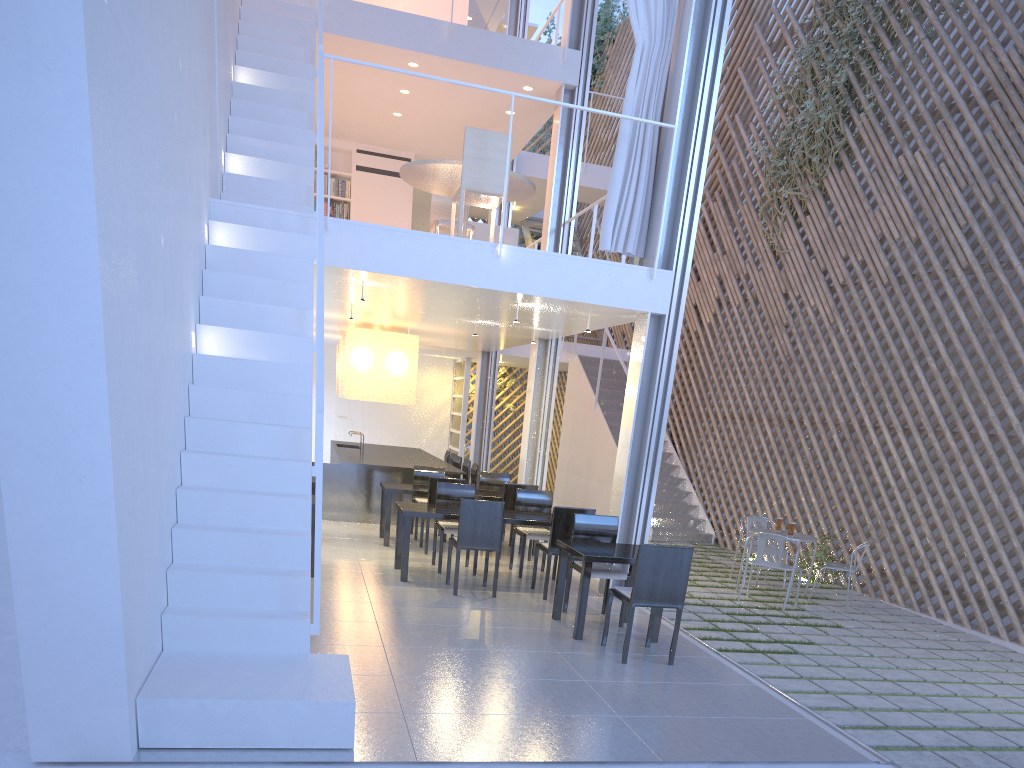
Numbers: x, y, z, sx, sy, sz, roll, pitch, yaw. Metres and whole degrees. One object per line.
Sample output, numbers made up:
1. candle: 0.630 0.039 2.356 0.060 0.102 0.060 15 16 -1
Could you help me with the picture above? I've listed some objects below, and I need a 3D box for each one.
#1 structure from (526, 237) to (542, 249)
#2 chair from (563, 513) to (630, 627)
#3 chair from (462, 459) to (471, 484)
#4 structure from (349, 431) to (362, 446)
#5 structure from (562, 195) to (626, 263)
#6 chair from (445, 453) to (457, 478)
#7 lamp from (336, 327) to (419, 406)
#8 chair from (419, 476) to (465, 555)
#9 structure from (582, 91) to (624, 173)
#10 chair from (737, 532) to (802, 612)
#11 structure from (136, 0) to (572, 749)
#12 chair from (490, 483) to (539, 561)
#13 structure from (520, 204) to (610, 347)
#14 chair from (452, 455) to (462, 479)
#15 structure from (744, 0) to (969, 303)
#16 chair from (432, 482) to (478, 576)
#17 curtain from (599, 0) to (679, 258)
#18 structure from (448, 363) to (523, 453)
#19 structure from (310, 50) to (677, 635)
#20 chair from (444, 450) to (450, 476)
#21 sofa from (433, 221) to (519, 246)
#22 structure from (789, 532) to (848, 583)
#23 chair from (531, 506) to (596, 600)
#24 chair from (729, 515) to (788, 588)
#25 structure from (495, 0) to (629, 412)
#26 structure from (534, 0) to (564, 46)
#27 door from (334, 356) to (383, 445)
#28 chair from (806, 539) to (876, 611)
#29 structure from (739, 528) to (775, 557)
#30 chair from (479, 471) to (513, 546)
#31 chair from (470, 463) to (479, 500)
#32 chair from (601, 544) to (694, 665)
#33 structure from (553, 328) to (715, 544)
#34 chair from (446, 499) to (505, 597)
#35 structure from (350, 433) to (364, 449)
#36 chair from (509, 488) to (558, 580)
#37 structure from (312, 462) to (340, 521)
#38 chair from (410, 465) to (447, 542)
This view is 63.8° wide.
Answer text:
1. structure: 0.072 -0.678 5.951 0.028 0.589 1.593 1 2 -14
2. chair: 0.355 0.763 3.363 0.193 0.472 0.216 2 15 -13
3. chair: -0.459 0.771 6.126 0.241 0.472 0.172 2 16 -15
4. structure: -1.339 0.466 7.024 0.113 0.133 0.031 3 17 -13
5. structure: 0.487 -0.691 4.270 0.028 0.589 1.591 1 2 -14
6. chair: -0.604 0.776 6.744 0.241 0.472 0.172 2 16 -16
7. lamp: -1.069 -0.097 6.217 0.450 0.450 2.160 4 0 -14
8. chair: -0.391 0.725 4.558 0.193 0.472 0.216 2 15 -13
9. structure: 0.604 -2.006 6.570 1.147 0.613 0.024 5 17 -14
10. chair: 1.280 0.911 4.050 0.252 0.409 0.236 13 15 30
11. structure: -0.234 -0.800 3.136 1.737 3.558 3.381 2 9 -14
12. chair: 0.006 0.770 4.659 0.193 0.472 0.216 2 15 -13
13. structure: 0.509 -1.295 7.847 0.537 2.028 1.151 -1 14 -19
14. chair: -0.545 0.772 6.432 0.241 0.472 0.172 1 16 -18
15. structure: 2.083 -1.926 4.662 0.741 2.928 2.173 -2 13 -22
16. chair: -0.275 0.721 4.089 0.193 0.472 0.216 2 15 -13
17. curtain: 0.436 -1.799 3.043 0.516 2.604 0.087 1 18 -15
18. structure: -0.184 0.096 8.921 1.149 2.150 0.262 2 18 -13
19. structure: 0.052 -0.170 2.706 1.372 1.926 1.323 3 12 -14
20. chair: -0.676 0.779 7.053 0.241 0.472 0.172 3 15 -11
21. sofa: -0.326 -0.705 5.061 0.503 0.393 0.921 4 2 -14
22. structure: 1.851 1.045 4.951 0.295 0.348 0.293 0 11 -28
23. chair: 0.228 0.763 3.762 0.193 0.472 0.216 2 15 -13
24. chair: 1.401 0.944 4.651 0.264 0.409 0.225 3 13 -14
25. structure: 0.298 -1.562 9.274 1.119 4.865 3.026 0 13 -16
26. structure: 0.203 -2.089 5.498 0.028 0.589 1.593 1 2 -14
27. door: -1.557 0.242 6.040 0.481 1.248 5.195 5 -1 -1
28. chair: 1.699 0.962 4.236 0.241 0.409 0.248 12 14 26
29. structure: 1.684 1.082 5.547 0.267 0.280 0.243 5 9 -6
30. chair: -0.099 0.774 5.085 0.193 0.472 0.216 2 15 -13
31. chair: -0.387 0.768 5.817 0.241 0.472 0.172 3 16 -12
32. chair: 0.468 0.760 2.905 0.193 0.472 0.216 2 15 -13
33. structure: 0.713 0.130 6.478 1.186 2.109 1.811 1 10 -20
34. chair: -0.169 0.718 3.662 0.193 0.472 0.216 2 15 -13
35. structure: -1.263 0.464 6.716 0.113 0.133 0.031 3 17 -13
36. chair: 0.123 0.767 4.189 0.193 0.472 0.216 2 15 -13
37. structure: -1.377 0.669 5.218 0.559 0.399 0.011 5 17 -14
38. chair: -0.497 0.728 4.985 0.193 0.472 0.216 2 15 -13
